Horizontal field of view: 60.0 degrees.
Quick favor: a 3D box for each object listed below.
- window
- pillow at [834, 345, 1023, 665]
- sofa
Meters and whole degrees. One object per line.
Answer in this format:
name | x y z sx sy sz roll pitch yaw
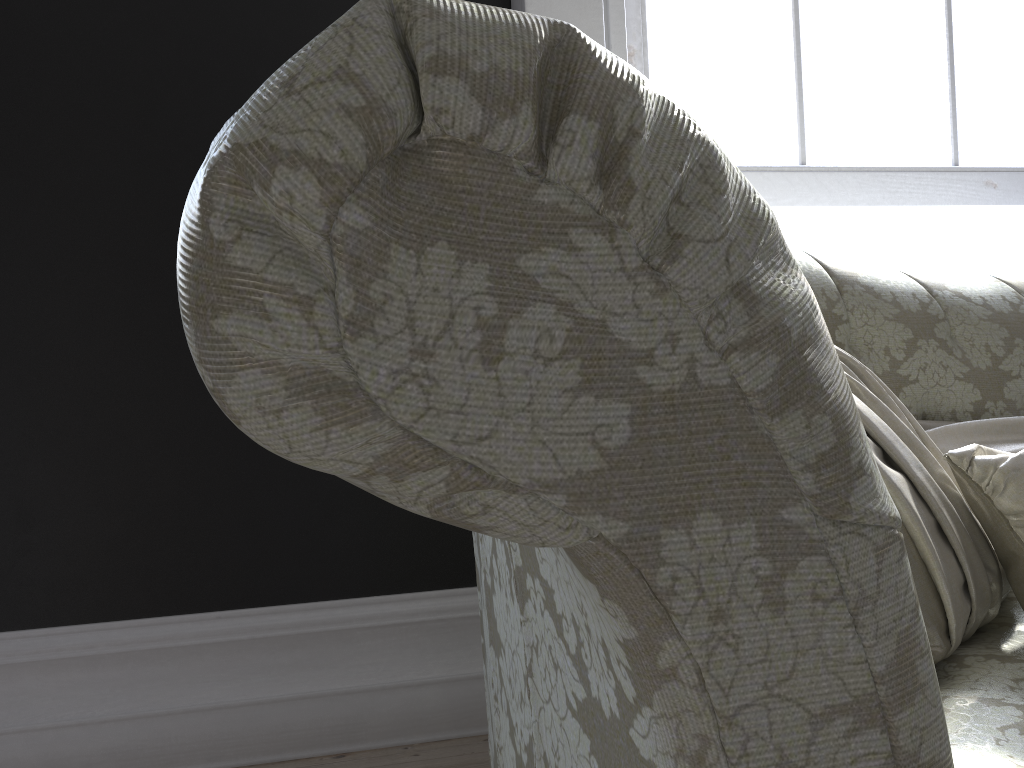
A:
window | 0.886 -1.350 2.191 1.262 1.672 0.056 -3 0 -12
pillow | 0.635 0.102 1.174 1.105 0.416 0.529 -3 0 -12
sofa | 1.096 0.168 1.342 2.812 1.161 1.606 -3 0 -11
